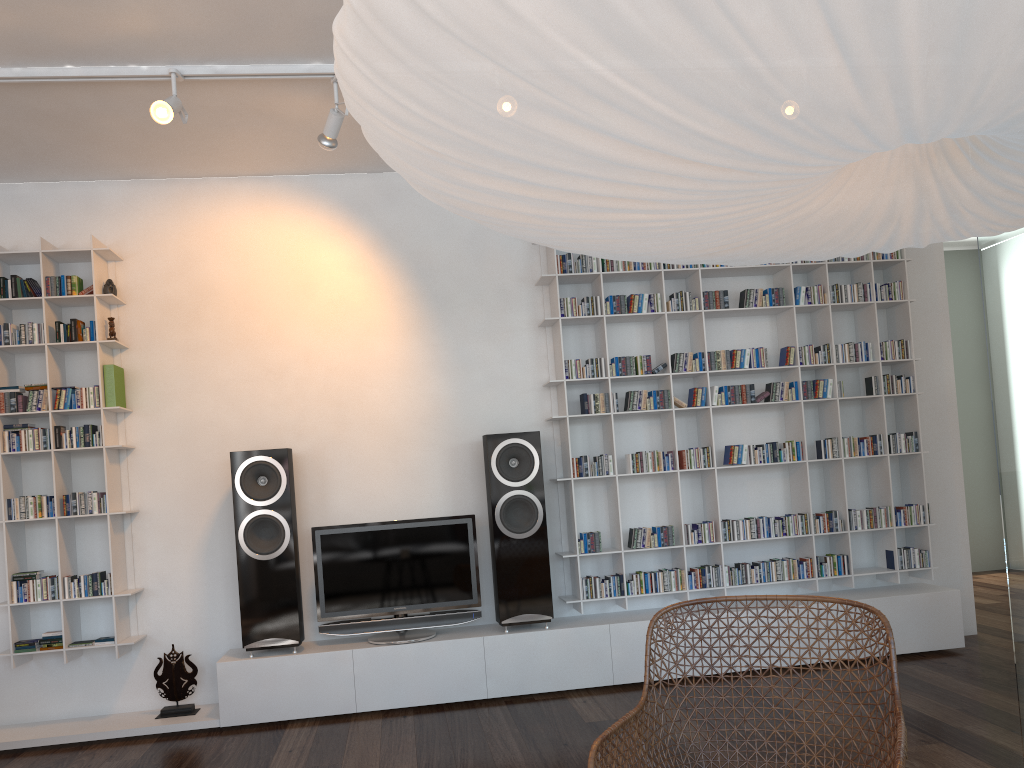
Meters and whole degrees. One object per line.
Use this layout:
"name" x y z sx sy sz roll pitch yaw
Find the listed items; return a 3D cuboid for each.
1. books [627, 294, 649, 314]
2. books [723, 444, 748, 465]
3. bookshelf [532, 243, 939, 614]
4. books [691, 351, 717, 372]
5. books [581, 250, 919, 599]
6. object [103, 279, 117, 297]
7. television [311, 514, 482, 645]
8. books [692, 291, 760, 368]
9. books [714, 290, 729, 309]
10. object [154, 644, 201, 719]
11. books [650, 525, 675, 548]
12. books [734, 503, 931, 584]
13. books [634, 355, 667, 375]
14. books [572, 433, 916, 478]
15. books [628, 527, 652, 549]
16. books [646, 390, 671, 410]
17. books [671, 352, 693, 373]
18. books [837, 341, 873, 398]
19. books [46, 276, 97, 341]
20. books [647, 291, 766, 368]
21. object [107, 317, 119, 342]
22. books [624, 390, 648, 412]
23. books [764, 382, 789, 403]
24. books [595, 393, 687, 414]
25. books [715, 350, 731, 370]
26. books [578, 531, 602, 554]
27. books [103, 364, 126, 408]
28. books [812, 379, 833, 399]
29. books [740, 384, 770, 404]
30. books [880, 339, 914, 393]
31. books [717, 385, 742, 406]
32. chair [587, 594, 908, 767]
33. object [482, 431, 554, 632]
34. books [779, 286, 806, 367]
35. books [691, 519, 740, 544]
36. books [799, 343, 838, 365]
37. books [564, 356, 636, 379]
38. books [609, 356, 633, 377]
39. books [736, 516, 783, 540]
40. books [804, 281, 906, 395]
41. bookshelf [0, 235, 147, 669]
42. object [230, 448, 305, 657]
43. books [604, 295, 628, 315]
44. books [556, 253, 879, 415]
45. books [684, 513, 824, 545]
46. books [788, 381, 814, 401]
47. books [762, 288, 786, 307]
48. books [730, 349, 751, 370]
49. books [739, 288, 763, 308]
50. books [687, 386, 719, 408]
"books" 0.670 -0.422 4.743 0.118 0.108 0.090 -4 -3 -8
"books" 1.211 0.384 4.784 0.118 0.108 0.090 -4 -3 -8
"bookshelf" 1.226 0.116 4.849 2.083 2.069 0.227 -4 -2 -8
"books" 1.029 -0.115 4.780 0.139 0.104 0.100 -4 -4 -9
"books" 1.255 0.165 4.802 1.951 1.815 0.115 -4 -2 -8
"object" -2.023 -0.477 4.449 0.064 0.100 0.060 -3 -3 -31
"television" -0.577 0.997 4.516 0.789 0.599 0.346 -5 -3 11
"books" 1.147 -0.285 4.804 0.350 0.430 0.100 -4 -2 -8
"books" 1.128 -0.448 4.804 0.074 0.104 0.090 -4 -3 -8
"object" -1.667 1.463 4.387 0.212 0.349 0.122 -4 -2 -7
"books" 0.793 0.812 4.715 0.132 0.104 0.100 -4 -4 -9
"books" 1.753 0.869 4.841 1.132 0.348 0.115 -4 -2 -8
"books" 0.745 -0.097 4.741 0.163 0.106 0.090 -4 -3 -8
"books" 1.260 0.382 4.794 1.923 0.114 0.115 -3 -4 -8
"books" 0.679 0.818 4.699 0.118 0.108 0.090 -4 -3 -8
"books" 0.776 0.090 4.739 0.132 0.104 0.100 -4 -4 -9
"books" 0.912 -0.110 4.763 0.118 0.108 0.090 -4 -3 -8
"books" 1.872 -0.075 4.891 0.230 0.299 0.115 -4 -2 -8
"books" -2.165 -0.362 4.381 0.228 0.332 0.108 -4 -2 -7
"books" 1.050 -0.284 4.790 0.620 0.437 0.101 -4 -2 -8
"object" -2.007 -0.269 4.441 0.045 0.139 0.064 -4 -2 -17
"books" 0.662 0.092 4.723 0.118 0.108 0.090 -4 -3 -8
"books" 1.446 0.047 4.828 0.118 0.108 0.090 -4 -3 -8
"books" 0.685 0.094 4.726 0.503 0.105 0.090 -3 -3 -8
"books" 1.134 -0.123 4.793 0.074 0.108 0.090 -4 -3 -8
"books" 0.401 0.836 4.662 0.132 0.104 0.100 -4 -4 -9
"books" -1.992 0.020 4.437 0.049 0.213 0.166 -4 -3 -8
"books" 1.696 0.031 4.861 0.118 0.108 0.090 -4 -3 -8
"books" 1.315 0.057 4.810 0.163 0.106 0.090 -4 -3 -8
"books" 2.115 -0.090 4.924 0.183 0.299 0.115 -4 -2 -8
"books" 1.166 0.065 4.791 0.132 0.104 0.100 -4 -4 -9
"chair" 0.618 0.940 2.239 0.720 0.707 0.686 -6 -4 25
"object" 0.025 0.760 4.592 0.295 1.000 0.281 -4 -2 -8
"books" 1.539 -0.311 4.853 0.156 0.430 0.090 -4 -2 -8
"books" 1.079 0.792 4.755 0.268 0.112 0.100 -3 -4 -9
"books" 1.667 -0.157 4.865 0.232 0.112 0.102 -4 -4 -8
"books" 0.459 -0.080 4.704 0.383 0.104 0.102 -3 -4 -8
"books" 0.572 -0.087 4.719 0.132 0.104 0.100 -4 -4 -9
"books" 1.330 0.777 4.789 0.234 0.112 0.115 -4 -4 -8
"books" 1.907 -0.240 4.902 0.568 0.624 0.115 -4 -2 -8
"bookshelf" -2.237 0.326 4.387 0.639 2.069 0.227 -4 -2 -8
"object" -1.214 0.835 4.426 0.295 1.000 0.281 -4 -2 -8
"books" 0.543 -0.413 4.727 0.132 0.104 0.100 -4 -4 -9
"books" 1.120 -0.307 4.801 1.752 0.856 0.115 -4 -2 -8
"books" 1.301 0.779 4.785 0.764 0.112 0.115 -3 -4 -8
"books" 1.567 0.041 4.845 0.144 0.104 0.099 -4 -4 -9
"books" 1.419 -0.465 4.844 0.132 0.104 0.100 -4 -4 -9
"books" 1.230 -0.130 4.806 0.118 0.108 0.090 -4 -3 -8
"books" 1.305 -0.459 4.828 0.118 0.108 0.090 -4 -3 -8
"books" 1.031 0.072 4.772 0.157 0.110 0.090 -4 -3 -8
